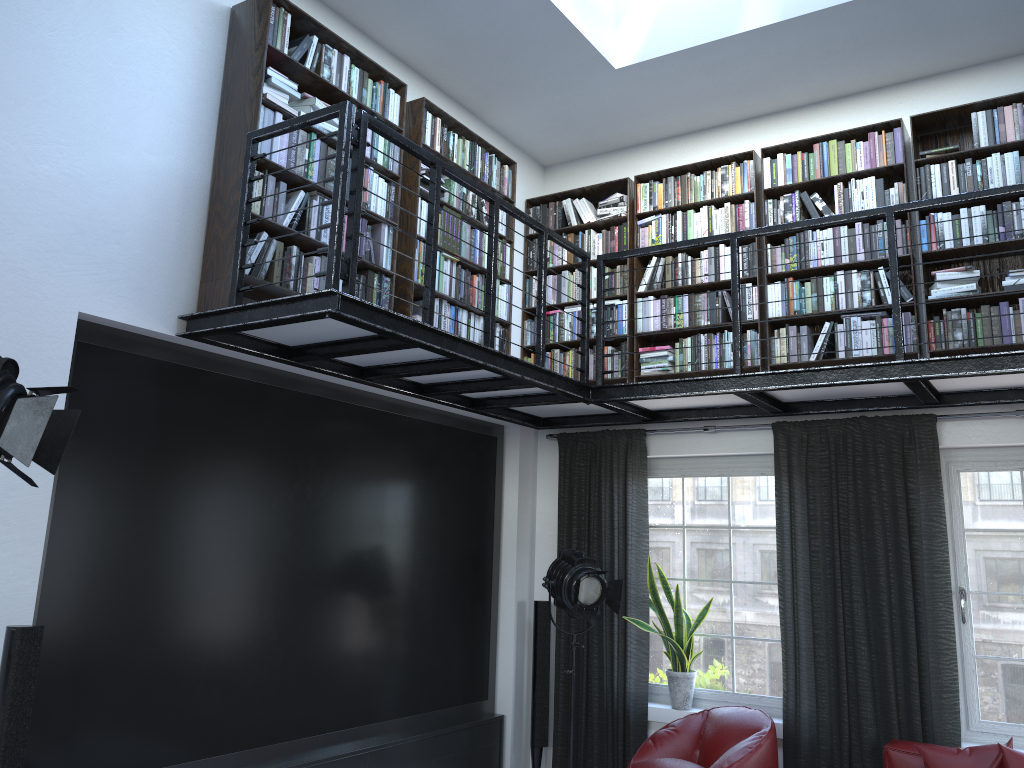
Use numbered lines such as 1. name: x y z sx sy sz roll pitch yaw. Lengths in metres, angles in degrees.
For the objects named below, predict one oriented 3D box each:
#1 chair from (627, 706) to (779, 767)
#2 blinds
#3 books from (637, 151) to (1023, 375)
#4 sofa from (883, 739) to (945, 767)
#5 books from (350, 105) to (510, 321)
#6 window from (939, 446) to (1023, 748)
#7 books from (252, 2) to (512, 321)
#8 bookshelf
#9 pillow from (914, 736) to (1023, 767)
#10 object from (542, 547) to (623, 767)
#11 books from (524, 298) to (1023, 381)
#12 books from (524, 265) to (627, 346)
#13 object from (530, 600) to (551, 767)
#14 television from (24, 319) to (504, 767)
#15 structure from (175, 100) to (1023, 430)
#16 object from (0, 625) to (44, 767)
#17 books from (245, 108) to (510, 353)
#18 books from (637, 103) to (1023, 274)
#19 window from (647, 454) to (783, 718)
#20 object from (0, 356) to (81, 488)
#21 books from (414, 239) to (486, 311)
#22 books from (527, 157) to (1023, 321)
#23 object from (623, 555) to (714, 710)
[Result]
1. chair: 1.036 2.173 4.872 0.830 0.717 0.824 3 -12 -6
2. blinds: 1.332 1.420 5.457 2.503 2.405 0.124 -6 -15 32
3. books: 2.337 -0.703 5.248 3.385 1.131 0.239 -5 -15 32
4. sofa: 1.873 1.885 3.027 2.537 0.661 3.259 -5 -13 32
5. books: 1.226 -0.949 4.232 4.328 1.149 1.588 -5 -13 31
6. window: 2.966 1.125 4.726 1.165 1.618 0.132 -6 -15 32
7. books: -0.701 -0.992 5.098 0.314 1.434 2.193 -7 -14 32
8. bookshelf: 1.289 -0.994 4.330 4.467 1.629 3.069 -5 -13 32
9. pillow: 2.732 1.784 3.614 0.982 0.405 1.942 5 -11 -15
10. object: 1.443 1.763 5.002 2.904 1.592 0.747 -2 -13 16
11. books: 1.745 -0.914 5.080 4.426 1.441 1.277 -6 -14 34
12. books: 2.021 -0.826 5.469 4.428 1.424 0.225 -5 -15 32
13. object: 0.174 2.082 5.924 0.157 1.231 0.157 13 -17 -40
14. television: -0.977 1.197 4.741 0.116 2.447 3.331 -6 -14 32
15. structure: 0.822 0.508 3.332 4.480 3.382 4.586 -6 -14 32
16. object: -1.754 1.454 2.990 0.157 1.231 0.156 -1 -13 13
17. books: 1.077 -1.133 4.009 4.369 1.420 2.191 -5 -13 31
18. books: 2.031 -1.105 5.543 2.632 0.834 0.212 -5 -15 32
19. window: 1.275 1.275 5.788 1.165 1.618 0.132 -6 -15 32
20. object: -1.590 0.641 2.473 0.544 1.592 0.606 5 -13 -13
21. books: 1.380 -1.041 4.440 4.376 1.416 1.162 -5 -14 32
22. books: 2.017 -0.815 5.463 4.433 1.408 0.240 -5 -15 32
23. object: 0.908 1.570 5.644 0.551 0.947 0.523 -10 -17 42
